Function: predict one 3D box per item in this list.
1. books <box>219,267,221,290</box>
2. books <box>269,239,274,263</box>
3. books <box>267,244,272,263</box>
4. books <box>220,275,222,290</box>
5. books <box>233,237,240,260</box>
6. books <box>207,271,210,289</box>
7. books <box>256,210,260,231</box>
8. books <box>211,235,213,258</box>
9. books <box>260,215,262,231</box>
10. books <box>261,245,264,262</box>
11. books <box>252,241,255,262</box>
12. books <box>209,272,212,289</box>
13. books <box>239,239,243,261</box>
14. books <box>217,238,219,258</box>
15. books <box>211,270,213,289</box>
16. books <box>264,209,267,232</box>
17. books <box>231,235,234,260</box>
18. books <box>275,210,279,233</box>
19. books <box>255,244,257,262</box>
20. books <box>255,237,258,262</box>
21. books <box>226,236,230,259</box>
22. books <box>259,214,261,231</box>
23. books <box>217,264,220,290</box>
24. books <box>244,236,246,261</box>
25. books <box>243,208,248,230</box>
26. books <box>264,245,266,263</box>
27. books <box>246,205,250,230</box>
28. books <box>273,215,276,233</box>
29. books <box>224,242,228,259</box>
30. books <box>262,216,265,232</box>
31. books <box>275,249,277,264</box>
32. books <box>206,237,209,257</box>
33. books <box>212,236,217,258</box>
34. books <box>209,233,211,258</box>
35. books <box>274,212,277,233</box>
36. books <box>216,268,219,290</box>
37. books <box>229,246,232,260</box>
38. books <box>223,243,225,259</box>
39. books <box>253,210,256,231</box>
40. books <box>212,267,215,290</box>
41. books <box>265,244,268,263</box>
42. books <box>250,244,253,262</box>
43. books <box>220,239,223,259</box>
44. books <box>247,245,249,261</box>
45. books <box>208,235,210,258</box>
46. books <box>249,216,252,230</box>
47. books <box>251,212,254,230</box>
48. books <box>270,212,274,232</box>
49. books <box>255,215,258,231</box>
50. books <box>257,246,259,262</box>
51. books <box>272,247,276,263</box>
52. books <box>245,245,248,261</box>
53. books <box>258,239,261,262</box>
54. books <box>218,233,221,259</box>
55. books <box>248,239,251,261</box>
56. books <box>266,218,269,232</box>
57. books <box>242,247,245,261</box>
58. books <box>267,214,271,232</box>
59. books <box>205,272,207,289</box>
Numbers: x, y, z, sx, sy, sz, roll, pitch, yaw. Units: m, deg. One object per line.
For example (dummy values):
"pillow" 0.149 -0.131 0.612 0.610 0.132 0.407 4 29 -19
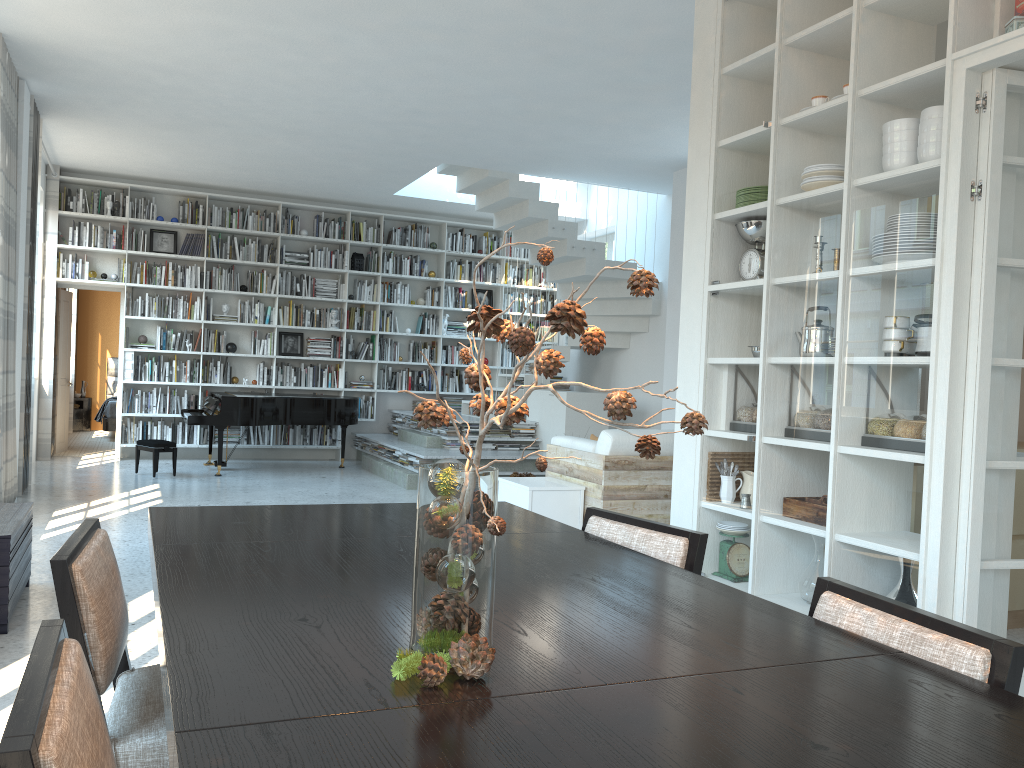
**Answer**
"books" -3.495 -1.248 10.576 0.010 0.283 0.183 2 1 -23
"books" -2.943 -1.602 10.808 0.058 0.302 0.175 2 1 -23
"books" -2.958 -1.583 10.802 0.055 0.264 0.166 2 1 -23
"books" -3.486 -1.199 10.601 0.029 0.187 0.149 2 1 -23
"books" -3.311 -1.609 10.645 0.075 0.285 0.178 2 1 -23
"books" -3.626 -1.224 10.557 0.029 0.225 0.136 2 1 -23
"books" -3.078 -1.957 10.729 0.014 0.266 0.192 2 1 -23
"books" -3.576 -1.621 10.541 0.010 0.287 0.148 2 1 -23
"books" -3.045 -1.926 10.739 0.013 0.207 0.178 2 1 -23
"books" -3.040 -1.564 10.768 0.030 0.218 0.182 2 1 -23
"books" -3.135 -1.589 10.738 0.028 0.261 0.135 2 1 -23
"books" -3.601 -1.221 10.566 0.024 0.219 0.140 2 1 -23
"books" -3.271 -1.597 10.680 0.027 0.265 0.168 2 1 -23
"books" -3.506 -1.604 10.571 0.011 0.260 0.157 2 1 -23
"books" -3.579 -1.230 10.561 0.012 0.240 0.134 2 1 -23
"books" -3.004 -1.964 10.771 0.013 0.285 0.159 2 1 -23
"books" -3.361 -1.626 10.651 0.013 0.315 0.135 2 1 -23
"books" -2.869 -1.960 10.823 0.026 0.288 0.176 2 1 -23
"books" -3.115 -1.573 10.743 0.013 0.231 0.141 2 1 -23
"books" -3.098 -1.614 10.738 0.011 0.313 0.183 2 1 -23
"books" -3.402 -1.616 10.614 0.023 0.293 0.155 2 1 -23
"books" -3.066 -1.938 10.743 0.021 0.228 0.161 2 1 -23
"books" -3.512 -1.266 10.592 0.011 0.317 0.154 2 1 -23
"books" -3.224 -1.616 10.692 0.012 0.308 0.145 2 1 -23
"books" -3.215 -1.966 10.674 0.052 0.273 0.172 2 1 -23
"books" -3.018 -1.565 10.781 0.022 0.222 0.161 2 1 -23
"books" -3.189 -1.986 10.699 0.014 0.315 0.166 2 1 -23
"books" -2.906 -1.930 10.805 0.026 0.225 0.172 2 1 -23
"books" -3.428 -1.580 10.605 0.029 0.219 0.157 2 1 -23
"books" -3.026 -1.922 10.744 0.026 0.200 0.187 2 1 -23
"books" -2.897 -1.546 10.864 0.019 0.194 0.098 2 1 -23
"books" -3.612 -1.606 10.513 0.023 0.256 0.174 2 1 -23
"books" -3.544 -1.613 10.562 0.067 0.274 0.168 2 1 -23
"books" -3.596 -1.632 10.557 0.014 0.309 0.130 2 1 -23
"books" -2.889 -1.950 10.820 0.014 0.267 0.171 2 1 -23
"books" -3.524 -1.239 10.574 0.024 0.262 0.177 2 1 -23
"books" -3.382 -1.559 10.636 0.034 0.180 0.160 2 1 -23
"books" -3.455 -1.573 10.601 0.024 0.201 0.153 2 1 -23
"books" -3.126 -1.961 10.729 0.014 0.269 0.156 2 1 -23
"books" -3.558 -1.249 10.562 0.026 0.279 0.151 2 1 -23
"books" -3.003 -1.572 10.804 0.025 0.237 0.153 2 1 -23
"books" -3.151 -1.572 10.712 0.021 0.226 0.191 2 1 -23
"books" -3.474 -1.593 10.577 0.031 0.242 0.181 2 1 -23
"books" -3.194 -1.565 10.706 0.010 0.208 0.173 2 1 -23
"books" -3.600 -1.620 10.533 0.013 0.283 0.158 2 1 -23
"books" -3.168 -1.923 10.702 0.031 0.190 0.181 2 1 -23
"books" -3.144 -1.945 10.721 0.026 0.236 0.134 2 1 -23
"books" -2.938 -1.949 10.813 0.029 0.261 0.151 2 1 -23
"books" -3.110 -1.932 10.746 0.029 0.213 0.141 2 1 -23
"books" -3.092 -1.564 10.765 0.024 0.213 0.150 2 1 -23
"books" -2.915 -1.556 10.848 0.028 0.212 0.134 2 1 -23
"books" -3.220 -1.569 10.723 0.024 0.212 0.128 2 1 -23
"books" -3.071 -1.602 10.775 0.022 0.290 0.146 2 1 -23
"books" -3.491 -1.631 10.567 0.012 0.315 0.171 2 1 -23
"books" -3.180 -1.604 10.724 0.026 0.286 0.137 2 1 -23
"books" -2.984 -1.912 10.775 0.031 0.185 0.176 2 1 -23
"books" -3.245 -1.553 10.685 0.028 0.180 0.168 2 1 -23
"books" -2.961 -1.938 10.795 0.026 0.237 0.149 2 1 -23
"books" -3.636 -1.216 10.526 0.015 0.208 0.186 2 1 -23
